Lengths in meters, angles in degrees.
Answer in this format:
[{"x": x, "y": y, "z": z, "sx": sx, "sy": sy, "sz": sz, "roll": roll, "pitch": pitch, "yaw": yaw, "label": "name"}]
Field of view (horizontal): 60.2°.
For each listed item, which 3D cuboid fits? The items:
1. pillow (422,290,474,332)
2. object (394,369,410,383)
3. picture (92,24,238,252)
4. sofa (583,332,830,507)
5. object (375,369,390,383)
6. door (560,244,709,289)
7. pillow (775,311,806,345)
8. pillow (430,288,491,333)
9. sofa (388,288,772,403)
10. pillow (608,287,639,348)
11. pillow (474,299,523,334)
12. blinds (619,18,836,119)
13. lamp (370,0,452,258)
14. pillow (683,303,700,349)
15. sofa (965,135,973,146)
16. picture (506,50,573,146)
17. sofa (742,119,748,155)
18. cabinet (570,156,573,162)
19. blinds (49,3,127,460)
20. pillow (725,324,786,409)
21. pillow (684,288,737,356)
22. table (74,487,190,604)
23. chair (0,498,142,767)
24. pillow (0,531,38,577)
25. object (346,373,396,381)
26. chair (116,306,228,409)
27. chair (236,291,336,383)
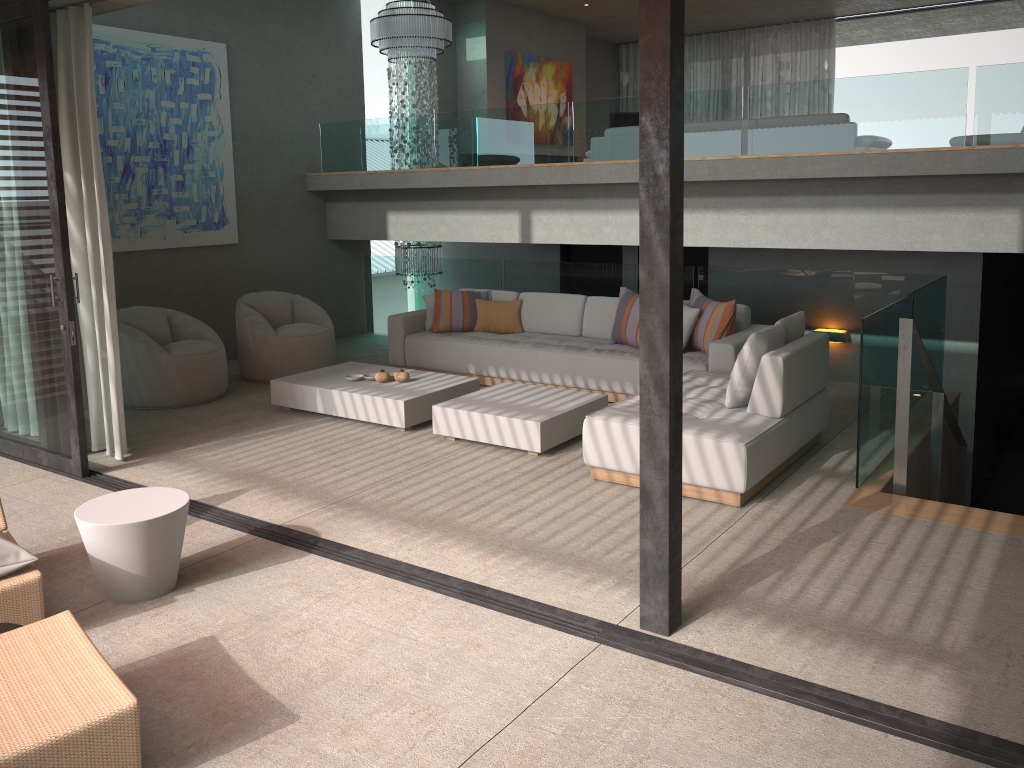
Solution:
[{"x": -0.609, "y": -0.696, "z": 8.677, "sx": 0.619, "sy": 0.415, "sz": 0.314, "roll": -5, "pitch": 10, "yaw": -18, "label": "pillow"}, {"x": -0.865, "y": -0.067, "z": 6.946, "sx": 0.119, "sy": 0.105, "sz": 0.121, "roll": -5, "pitch": 11, "yaw": -20, "label": "object"}, {"x": -3.425, "y": -2.336, "z": 8.541, "sx": 0.030, "sy": 2.025, "sz": 1.736, "roll": 4, "pitch": 11, "yaw": 34, "label": "picture"}, {"x": 1.272, "y": 0.109, "z": 5.565, "sx": 1.016, "sy": 0.724, "sz": 1.612, "roll": 6, "pitch": 14, "yaw": 34, "label": "sofa"}, {"x": -1.019, "y": -0.066, "z": 6.953, "sx": 0.120, "sy": 0.105, "sz": 0.120, "roll": 7, "pitch": 13, "yaw": 39, "label": "object"}, {"x": 2.492, "y": 0.321, "z": 2.822, "sx": 5.772, "sy": 4.419, "sz": 15.537, "roll": 0, "pitch": 12, "yaw": 7, "label": "door"}, {"x": 1.779, "y": -0.213, "z": 5.832, "sx": 0.239, "sy": 0.492, "sz": 0.497, "roll": 5, "pitch": 12, "yaw": 35, "label": "pillow"}, {"x": -0.488, "y": -0.706, "z": 8.517, "sx": 0.656, "sy": 0.437, "sz": 0.344, "roll": -3, "pitch": 10, "yaw": -11, "label": "pillow"}, {"x": 0.512, "y": -0.387, "z": 7.867, "sx": 3.471, "sy": 0.744, "sz": 1.059, "roll": 7, "pitch": 14, "yaw": 34, "label": "sofa"}, {"x": 1.075, "y": -0.539, "z": 7.466, "sx": 0.312, "sy": 0.488, "sz": 0.743, "roll": -7, "pitch": 12, "yaw": -31, "label": "pillow"}, {"x": -0.133, "y": -0.646, "z": 8.426, "sx": 0.463, "sy": 0.321, "sz": 0.229, "roll": -2, "pitch": 9, "yaw": -2, "label": "pillow"}, {"x": 3.492, "y": -4.555, "z": 14.983, "sx": 3.861, "sy": 2.698, "sz": 0.225, "roll": 6, "pitch": 11, "yaw": 34, "label": "blinds"}, {"x": -1.217, "y": -3.132, "z": 11.048, "sx": 1.000, "sy": 3.895, "sz": 1.011, "roll": 1, "pitch": 8, "yaw": 15, "label": "lamp"}, {"x": 1.356, "y": -0.484, "z": 7.308, "sx": 0.239, "sy": 0.400, "sz": 0.601, "roll": -3, "pitch": 11, "yaw": -12, "label": "pillow"}, {"x": 5.777, "y": -2.601, "z": 10.136, "sx": 0.978, "sy": 0.854, "sz": 3.280, "roll": 6, "pitch": 14, "yaw": 34, "label": "sofa"}, {"x": 0.437, "y": -4.184, "z": 13.060, "sx": 0.030, "sy": 1.235, "sz": 1.768, "roll": 4, "pitch": 12, "yaw": 34, "label": "picture"}, {"x": 2.366, "y": -2.433, "z": 9.687, "sx": 3.259, "sy": 0.854, "sz": 0.984, "roll": 7, "pitch": 13, "yaw": 34, "label": "sofa"}, {"x": 0.196, "y": -3.227, "z": 13.377, "sx": 0.416, "sy": 0.448, "sz": 2.496, "roll": 6, "pitch": 14, "yaw": 34, "label": "cabinet"}, {"x": -3.549, "y": -1.068, "z": 6.369, "sx": 2.433, "sy": 2.891, "sz": 0.225, "roll": 6, "pitch": 10, "yaw": 35, "label": "blinds"}, {"x": 1.503, "y": -0.111, "z": 5.444, "sx": 0.267, "sy": 0.477, "sz": 0.497, "roll": 5, "pitch": 12, "yaw": 35, "label": "pillow"}, {"x": 1.592, "y": -0.488, "z": 7.124, "sx": 0.279, "sy": 0.498, "sz": 0.705, "roll": -3, "pitch": 11, "yaw": -12, "label": "pillow"}, {"x": -1.679, "y": 0.728, "z": 3.954, "sx": 0.475, "sy": 0.388, "sz": 0.481, "roll": 2, "pitch": 11, "yaw": 16, "label": "table"}, {"x": -2.088, "y": 0.682, "z": 3.199, "sx": 0.704, "sy": 0.817, "sz": 2.311, "roll": -9, "pitch": 14, "yaw": -39, "label": "chair"}, {"x": -2.278, "y": 0.681, "z": 3.484, "sx": 0.600, "sy": 0.192, "sz": 0.597, "roll": -12, "pitch": 16, "yaw": -43, "label": "pillow"}, {"x": -1.106, "y": -0.052, "z": 7.058, "sx": 0.437, "sy": 0.039, "sz": 0.157, "roll": -3, "pitch": 12, "yaw": -9, "label": "object"}, {"x": -2.954, "y": -0.266, "z": 7.636, "sx": 0.924, "sy": 0.778, "sz": 0.930, "roll": 7, "pitch": 13, "yaw": 38, "label": "chair"}, {"x": -2.186, "y": -0.485, "z": 8.565, "sx": 0.926, "sy": 0.778, "sz": 0.928, "roll": -7, "pitch": 12, "yaw": -30, "label": "chair"}]
